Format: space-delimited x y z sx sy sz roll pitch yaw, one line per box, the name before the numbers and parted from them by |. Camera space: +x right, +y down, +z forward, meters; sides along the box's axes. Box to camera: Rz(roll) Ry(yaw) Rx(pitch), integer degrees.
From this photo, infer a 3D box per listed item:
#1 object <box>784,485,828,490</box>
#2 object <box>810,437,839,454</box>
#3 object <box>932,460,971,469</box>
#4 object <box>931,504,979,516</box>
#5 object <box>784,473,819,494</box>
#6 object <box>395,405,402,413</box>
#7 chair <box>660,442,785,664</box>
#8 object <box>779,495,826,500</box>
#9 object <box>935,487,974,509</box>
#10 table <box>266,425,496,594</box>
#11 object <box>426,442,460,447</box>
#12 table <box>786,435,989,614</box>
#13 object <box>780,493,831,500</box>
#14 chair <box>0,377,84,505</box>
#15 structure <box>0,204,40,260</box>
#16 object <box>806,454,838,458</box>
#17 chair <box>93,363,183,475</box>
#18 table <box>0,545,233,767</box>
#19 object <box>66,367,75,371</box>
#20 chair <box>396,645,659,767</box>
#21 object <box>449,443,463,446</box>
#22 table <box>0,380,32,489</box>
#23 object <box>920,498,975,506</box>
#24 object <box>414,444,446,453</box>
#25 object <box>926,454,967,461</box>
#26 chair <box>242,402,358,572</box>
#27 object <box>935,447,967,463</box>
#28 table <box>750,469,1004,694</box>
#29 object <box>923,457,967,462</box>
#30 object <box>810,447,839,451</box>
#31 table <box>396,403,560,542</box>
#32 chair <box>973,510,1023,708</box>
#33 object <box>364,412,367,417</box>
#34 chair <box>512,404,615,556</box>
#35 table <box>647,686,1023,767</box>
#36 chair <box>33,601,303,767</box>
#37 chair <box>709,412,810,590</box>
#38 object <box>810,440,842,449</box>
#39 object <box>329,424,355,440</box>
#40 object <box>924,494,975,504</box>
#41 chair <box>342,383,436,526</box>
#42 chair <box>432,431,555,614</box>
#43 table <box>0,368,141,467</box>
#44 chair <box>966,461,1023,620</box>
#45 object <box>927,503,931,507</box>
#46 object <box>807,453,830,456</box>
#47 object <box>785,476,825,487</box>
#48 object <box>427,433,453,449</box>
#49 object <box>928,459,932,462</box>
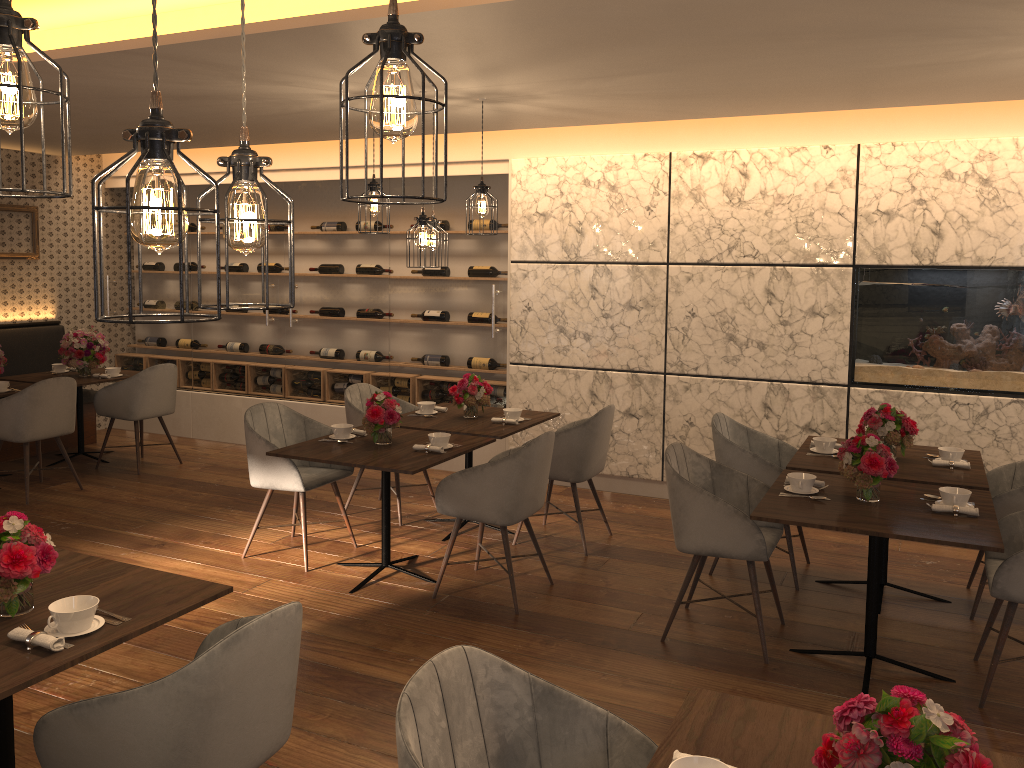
object | 1.326 0.457 3.994 0.193 0.024 0.025 4 7 25
object | 1.678 0.332 4.752 0.148 0.072 0.149 1 7 3
object | 2.194 0.400 4.423 0.176 0.039 0.056 4 8 25
object | 1.800 0.511 3.595 0.176 0.039 0.056 4 8 25
object | 1.283 0.443 3.924 0.148 0.072 0.149 1 7 3
object | -0.636 0.142 4.823 0.077 0.052 0.046 -1 6 -13
chair | 0.978 0.735 4.118 0.527 0.868 0.567 3 6 25
object | 1.252 0.486 3.817 0.197 0.015 0.043 4 8 21
object | 1.849 0.480 3.697 0.148 0.072 0.149 1 7 3
table | -0.690 0.690 4.853 0.897 0.717 0.900 4 7 25
object | -0.381 0.331 4.840 0.211 0.004 0.022 4 9 25
table | 1.960 0.746 4.659 0.897 0.717 0.900 4 7 25
object | 1.273 0.488 3.846 0.211 0.004 0.022 4 9 25
chair | -3.461 0.367 6.409 0.527 0.868 0.567 3 6 25
structure | -4.463 -1.347 7.842 0.032 0.483 0.604 3 7 25
object | 1.650 0.374 4.651 0.197 0.015 0.043 5 9 29
chair | -3.049 0.251 7.273 0.527 0.868 0.567 3 6 25
table | -1.459 1.004 2.542 0.897 0.717 0.900 4 7 25
object | -3.869 -0.133 7.773 0.176 0.039 0.056 4 8 25
chair | 0.051 1.043 1.831 0.527 0.868 0.567 3 6 25
object | -0.360 0.322 4.868 0.197 0.015 0.043 4 8 21
table | -4.085 0.400 6.667 0.897 0.717 0.900 4 7 25
object | 1.858 0.503 3.781 0.211 0.004 0.022 4 9 25
object | -0.433 0.341 4.690 0.193 0.024 0.025 4 7 25
object | 2.274 0.383 4.637 0.197 0.015 0.043 4 8 21
chair | -1.259 0.563 5.176 0.527 0.868 0.567 3 6 25
object | 2.243 0.370 4.524 0.148 0.072 0.149 1 7 3
table | 1.548 0.862 3.795 0.897 0.717 0.900 4 7 25
object | 2.252 0.393 4.609 0.211 0.004 0.022 4 9 25
object | 1.720 0.346 4.821 0.193 0.024 0.025 4 7 25
table | -0.278 0.574 5.717 0.897 0.717 0.900 4 7 25
chair | 2.171 0.829 3.537 0.527 0.868 0.567 3 6 25
object | -0.780 0.170 4.887 0.077 0.052 0.050 0 6 -9
chair | 0.345 0.541 5.459 0.527 0.868 0.567 3 6 25
table | 0.641 1.165 1.549 0.897 0.717 0.900 4 7 25
chair | -0.835 0.970 2.284 0.527 0.868 0.567 3 6 25
chair | 1.390 0.619 4.982 0.527 0.868 0.567 3 6 25
object | 1.726 0.335 4.856 0.176 0.039 0.056 4 8 25
object | -0.956 0.271 4.983 0.148 0.072 0.149 1 7 3
object | 1.879 0.494 3.809 0.197 0.015 0.043 4 8 21
chair | -0.848 0.447 6.040 0.527 0.868 0.567 3 6 25
chair | -0.066 0.657 4.595 0.527 0.868 0.567 3 6 25
table | -3.673 0.285 7.531 0.897 0.717 0.900 4 7 25
chair | 2.583 0.713 4.401 0.527 0.868 0.567 3 6 25
object | 1.806 0.513 3.631 0.193 0.024 0.025 4 7 25
object | 1.668 0.377 4.673 0.211 0.004 0.022 4 9 25
object | 1.332 0.446 4.029 0.176 0.039 0.056 4 8 25
object | -0.390 0.308 4.756 0.148 0.072 0.149 1 7 3
object | 2.200 0.402 4.459 0.193 0.024 0.025 4 7 25
